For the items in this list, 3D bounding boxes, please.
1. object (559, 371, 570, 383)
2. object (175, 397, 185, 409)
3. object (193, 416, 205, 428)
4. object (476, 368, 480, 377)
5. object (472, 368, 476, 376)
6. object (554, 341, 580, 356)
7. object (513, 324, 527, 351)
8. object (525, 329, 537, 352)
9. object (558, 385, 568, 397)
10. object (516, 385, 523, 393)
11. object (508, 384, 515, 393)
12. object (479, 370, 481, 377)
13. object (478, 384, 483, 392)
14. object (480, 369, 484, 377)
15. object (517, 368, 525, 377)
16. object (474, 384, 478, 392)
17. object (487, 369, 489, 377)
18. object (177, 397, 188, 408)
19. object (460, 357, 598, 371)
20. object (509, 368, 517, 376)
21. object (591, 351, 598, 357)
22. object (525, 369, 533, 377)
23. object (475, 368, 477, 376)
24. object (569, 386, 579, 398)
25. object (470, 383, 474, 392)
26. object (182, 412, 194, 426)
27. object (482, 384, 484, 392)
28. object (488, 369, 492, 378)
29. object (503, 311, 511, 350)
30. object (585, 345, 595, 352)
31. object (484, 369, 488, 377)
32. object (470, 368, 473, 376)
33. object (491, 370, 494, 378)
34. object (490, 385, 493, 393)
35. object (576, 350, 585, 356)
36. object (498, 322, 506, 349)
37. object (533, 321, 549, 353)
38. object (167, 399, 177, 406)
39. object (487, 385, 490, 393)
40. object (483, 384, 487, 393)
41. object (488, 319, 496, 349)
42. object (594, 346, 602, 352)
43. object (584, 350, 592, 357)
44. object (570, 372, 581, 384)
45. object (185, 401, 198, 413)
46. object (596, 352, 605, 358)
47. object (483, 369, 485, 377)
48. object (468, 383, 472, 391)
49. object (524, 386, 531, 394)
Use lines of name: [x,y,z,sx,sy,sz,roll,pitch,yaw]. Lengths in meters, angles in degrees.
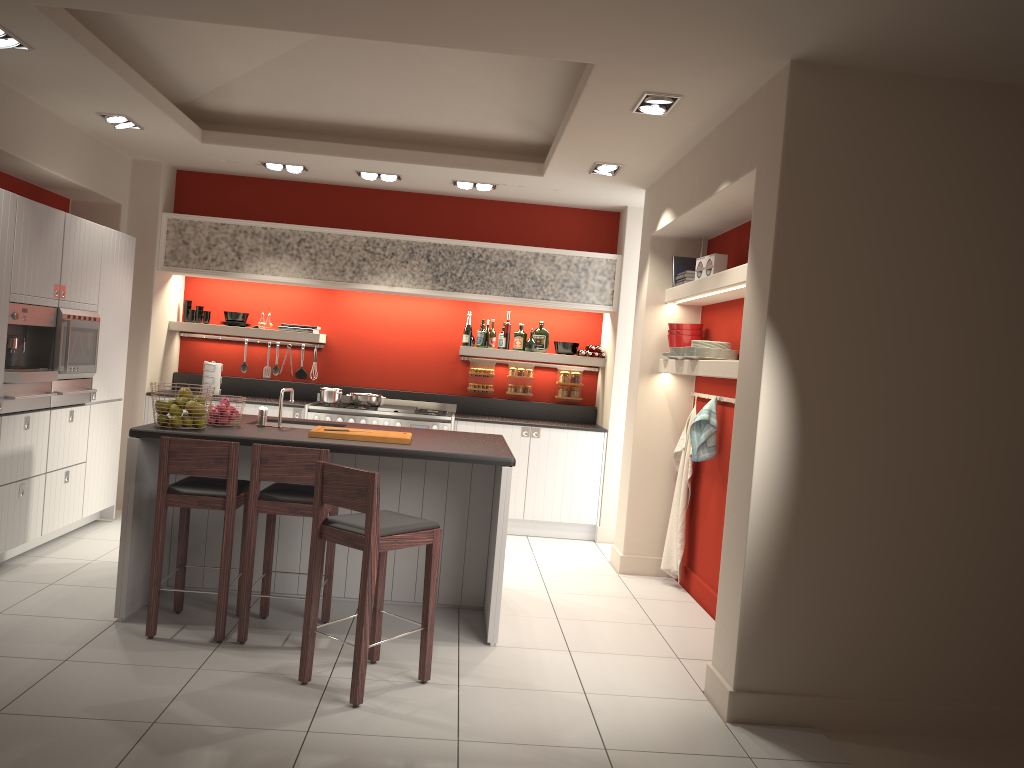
object: [0.509,-0.065,8.586,0.093,0.120,0.094,5,1,17]
object: [-1.848,0.104,4.962,0.078,0.076,0.071,4,2,-34]
object: [-1.732,0.208,4.901,0.068,0.068,0.068,5,1,8]
object: [-0.329,-0.111,8.517,0.034,0.078,0.034,5,1,17]
object: [-0.367,-0.114,8.514,0.034,0.078,0.034,5,1,17]
object: [0.520,-0.339,8.519,0.251,0.121,0.251,4,2,-21]
object: [0.081,-0.444,8.471,0.112,0.260,0.071,5,1,26]
object: [0.181,-0.416,8.352,0.113,0.226,0.113,5,1,8]
object: [0.498,0.072,8.589,0.093,0.120,0.094,5,1,17]
object: [0.073,0.052,8.567,0.068,0.088,0.068,5,1,17]
object: [-0.005,0.046,8.563,0.068,0.088,0.068,5,1,17]
object: [-0.309,-0.110,8.556,0.034,0.078,0.034,5,1,17]
object: [-0.302,0.040,8.522,0.034,0.078,0.034,5,1,17]
object: [-0.290,-0.108,8.519,0.034,0.078,0.034,5,1,17]
object: [0.087,-0.107,8.564,0.068,0.088,0.068,5,1,17]
object: [-0.341,0.037,8.520,0.034,0.078,0.034,5,1,17]
object: [-0.230,-0.104,8.561,0.034,0.078,0.034,5,1,17]
object: [-1.804,0.101,4.864,0.057,0.061,0.062,5,1,11]
object: [0.168,-0.195,8.644,1.355,0.034,0.048,5,1,-3]
object: [0.009,-0.114,8.559,0.068,0.088,0.068,5,1,17]
object: [0.783,-0.284,8.463,0.061,0.061,0.366,5,2,-3]
object: [0.164,-0.101,8.569,0.068,0.088,0.068,5,1,17]
object: [-0.348,-0.114,8.554,0.034,0.078,0.034,5,1,17]
object: [0.604,0.080,8.595,0.093,0.120,0.094,5,1,17]
object: [-0.380,0.033,8.517,0.034,0.078,0.034,5,1,17]
object: [-1.799,0.193,4.953,0.086,0.079,0.084,6,2,41]
object: [-0.282,0.041,8.562,0.034,0.078,0.034,5,1,17]
object: [-0.212,-0.101,8.524,0.034,0.078,0.034,5,1,17]
object: [-0.048,-0.506,8.413,0.062,0.366,0.210,5,1,-4]
object: [0.756,-0.341,8.461,0.062,0.062,0.366,5,2,-3]
object: [-0.251,-0.104,8.521,0.034,0.078,0.034,5,1,17]
object: [-0.387,-0.117,8.552,0.034,0.078,0.034,5,1,17]
object: [-0.191,-0.100,8.564,0.034,0.078,0.034,5,1,17]
object: [-0.204,0.047,8.567,0.034,0.078,0.034,5,1,17]
object: [0.659,-0.294,8.434,0.062,0.062,0.366,5,2,-3]
object: [-0.079,-0.460,8.506,0.094,0.263,0.094,4,2,-37]
object: [0.273,-0.449,8.492,0.186,0.303,0.057,5,1,26]
object: [-1.880,0.112,4.894,0.057,0.061,0.062,5,1,11]
object: [-0.225,0.046,8.527,0.034,0.078,0.034,5,1,17]
object: [-0.263,0.043,8.524,0.034,0.078,0.034,5,1,17]
object: [-0.190,-0.477,8.445,0.080,0.278,0.080,5,1,0]
object: [0.820,-0.335,8.442,0.062,0.062,0.366,5,2,-3]
object: [0.722,-0.289,8.438,0.062,0.062,0.366,5,2,-3]
object: [0.616,-0.056,8.593,0.093,0.120,0.094,5,1,17]
object: [-1.749,0.124,4.844,0.067,0.068,0.067,4,2,-41]
object: [0.847,-0.278,8.447,0.061,0.061,0.366,5,2,-3]
object: [-0.269,-0.107,8.559,0.034,0.078,0.034,5,1,17]
object: [-0.400,0.031,8.555,0.034,0.078,0.034,5,1,17]
object: [0.151,0.059,8.572,0.068,0.088,0.068,5,1,17]
